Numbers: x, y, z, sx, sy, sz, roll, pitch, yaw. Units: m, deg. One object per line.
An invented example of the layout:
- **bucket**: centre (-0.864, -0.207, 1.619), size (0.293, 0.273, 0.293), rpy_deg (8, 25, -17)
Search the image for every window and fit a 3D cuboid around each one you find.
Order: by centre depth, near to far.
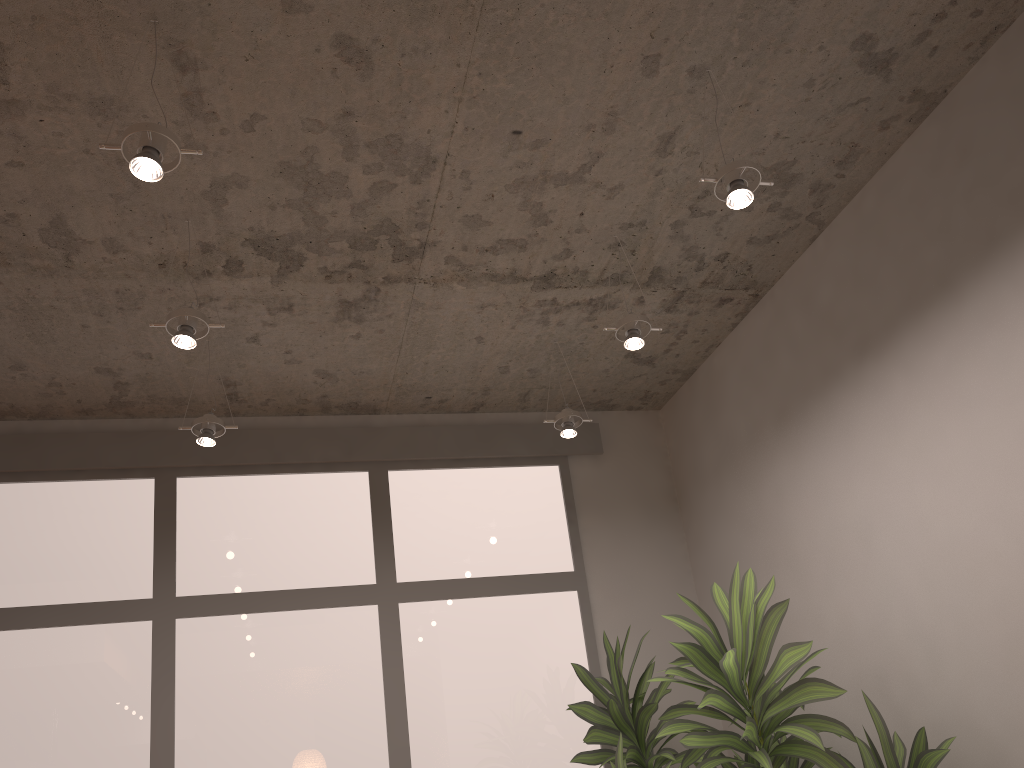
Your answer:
- **window**: centre (-3.463, 1.737, 3.250), size (8.540, 3.179, 0.064), rpy_deg (-1, -22, -15)

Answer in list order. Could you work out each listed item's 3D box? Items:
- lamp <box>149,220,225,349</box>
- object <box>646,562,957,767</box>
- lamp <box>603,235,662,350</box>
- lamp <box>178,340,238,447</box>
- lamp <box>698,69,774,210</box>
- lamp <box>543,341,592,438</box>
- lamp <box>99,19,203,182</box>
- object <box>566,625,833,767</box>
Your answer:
- **lamp**: centre (-1.060, -0.340, 2.884), size (0.137, 0.468, 0.200), rpy_deg (-25, -27, 38)
- **object**: centre (1.001, 1.653, 2.869), size (0.966, 2.039, 1.116), rpy_deg (-6, -21, -3)
- **lamp**: centre (0.419, -0.351, 3.268), size (0.137, 0.468, 0.200), rpy_deg (-25, -27, 38)
- **lamp**: centre (-1.248, 0.026, 3.627), size (0.137, 0.468, 0.200), rpy_deg (-25, -27, 38)
- **lamp**: centre (0.607, -0.717, 2.525), size (0.137, 0.468, 0.200), rpy_deg (-25, -27, 38)
- **lamp**: centre (0.230, 0.014, 4.012), size (0.137, 0.468, 0.200), rpy_deg (-25, -27, 38)
- **lamp**: centre (-0.871, -0.705, 2.140), size (0.137, 0.468, 0.200), rpy_deg (-25, -27, 38)
- **object**: centre (0.831, 1.955, 3.479), size (1.081, 2.039, 0.997), rpy_deg (-8, -21, 2)
